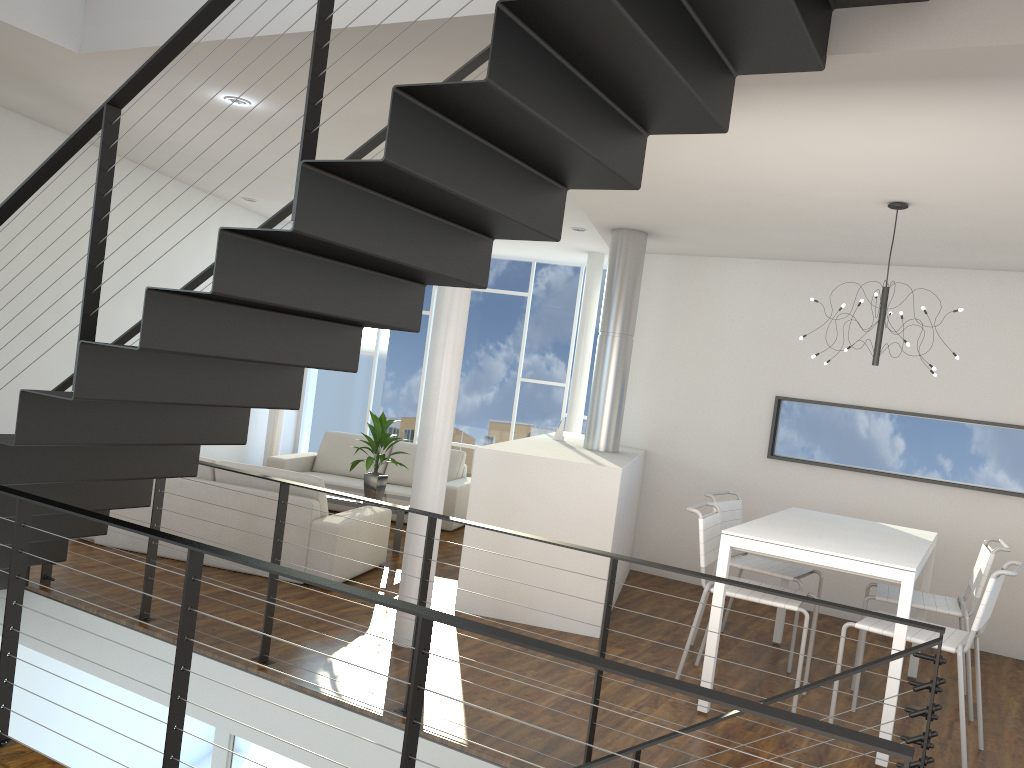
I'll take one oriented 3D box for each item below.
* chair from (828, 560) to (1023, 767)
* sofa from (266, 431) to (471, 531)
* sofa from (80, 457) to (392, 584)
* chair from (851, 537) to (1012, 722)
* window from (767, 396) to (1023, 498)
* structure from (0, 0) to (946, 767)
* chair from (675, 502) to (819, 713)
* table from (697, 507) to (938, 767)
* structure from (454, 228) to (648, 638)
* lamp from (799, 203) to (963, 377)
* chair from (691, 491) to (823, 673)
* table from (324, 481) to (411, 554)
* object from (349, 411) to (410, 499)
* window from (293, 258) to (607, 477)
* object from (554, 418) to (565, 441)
[{"bbox_3d":[1.608,1.026,3.441,0.554,0.765,0.428,8,2,35],"label":"chair"},{"bbox_3d":[-1.100,0.745,7.237,1.609,0.566,0.802,8,1,14],"label":"sofa"},{"bbox_3d":[-1.583,0.696,5.155,1.609,0.566,0.802,8,1,13],"label":"sofa"},{"bbox_3d":[1.922,1.062,4.099,0.554,0.765,0.428,8,2,23],"label":"chair"},{"bbox_3d":[2.597,0.400,5.330,2.021,0.408,0.165,8,2,29],"label":"window"},{"bbox_3d":[-0.661,0.644,2.701,4.354,6.302,1.095,8,2,29],"label":"structure"},{"bbox_3d":[1.016,0.946,3.838,0.554,0.765,0.428,8,2,25],"label":"chair"},{"bbox_3d":[1.414,1.011,3.933,0.699,0.720,1.401,8,1,29],"label":"table"},{"bbox_3d":[0.501,0.147,5.755,0.749,2.207,2.750,8,1,12],"label":"structure"},{"bbox_3d":[1.660,-0.432,3.922,0.590,0.726,0.617,6,2,-40],"label":"lamp"},{"bbox_3d":[1.244,0.972,4.494,0.554,0.765,0.428,8,2,34],"label":"chair"},{"bbox_3d":[-1.402,0.859,6.198,1.607,0.285,0.661,8,1,14],"label":"table"},{"bbox_3d":[-0.898,0.478,6.037,0.432,0.601,0.457,7,1,-2],"label":"object"},{"bbox_3d":[-0.333,-1.688,9.065,3.412,5.639,0.090,8,2,12],"label":"window"},{"bbox_3d":[0.323,0.301,5.941,0.061,0.151,0.100,7,1,-1],"label":"object"}]
